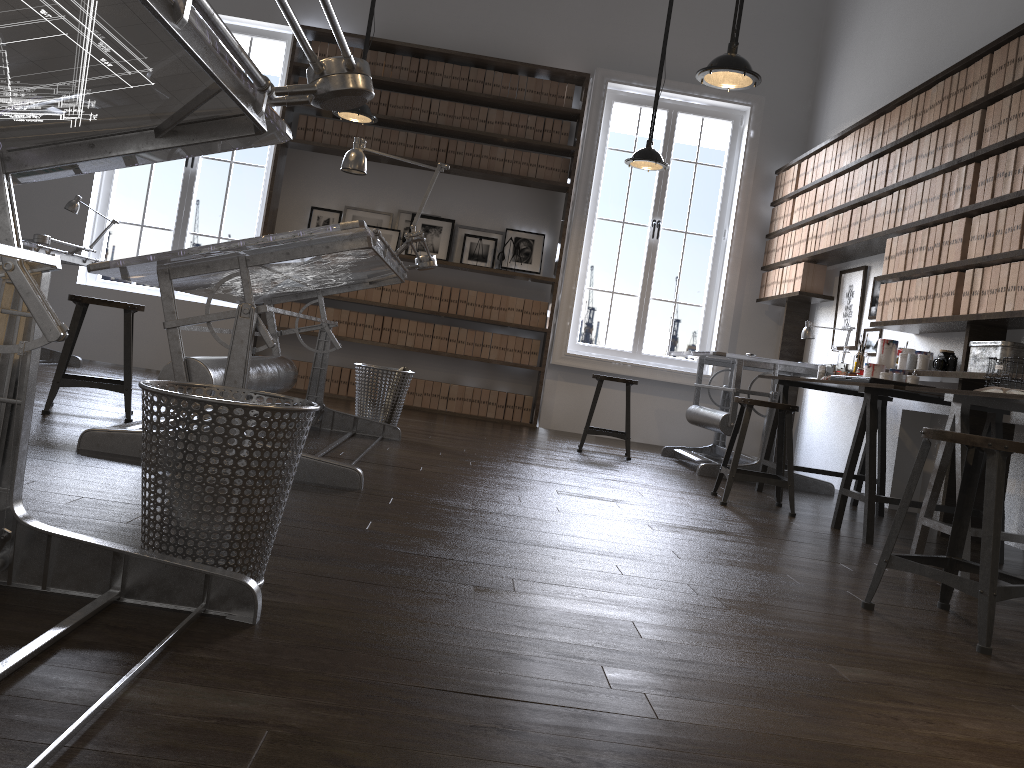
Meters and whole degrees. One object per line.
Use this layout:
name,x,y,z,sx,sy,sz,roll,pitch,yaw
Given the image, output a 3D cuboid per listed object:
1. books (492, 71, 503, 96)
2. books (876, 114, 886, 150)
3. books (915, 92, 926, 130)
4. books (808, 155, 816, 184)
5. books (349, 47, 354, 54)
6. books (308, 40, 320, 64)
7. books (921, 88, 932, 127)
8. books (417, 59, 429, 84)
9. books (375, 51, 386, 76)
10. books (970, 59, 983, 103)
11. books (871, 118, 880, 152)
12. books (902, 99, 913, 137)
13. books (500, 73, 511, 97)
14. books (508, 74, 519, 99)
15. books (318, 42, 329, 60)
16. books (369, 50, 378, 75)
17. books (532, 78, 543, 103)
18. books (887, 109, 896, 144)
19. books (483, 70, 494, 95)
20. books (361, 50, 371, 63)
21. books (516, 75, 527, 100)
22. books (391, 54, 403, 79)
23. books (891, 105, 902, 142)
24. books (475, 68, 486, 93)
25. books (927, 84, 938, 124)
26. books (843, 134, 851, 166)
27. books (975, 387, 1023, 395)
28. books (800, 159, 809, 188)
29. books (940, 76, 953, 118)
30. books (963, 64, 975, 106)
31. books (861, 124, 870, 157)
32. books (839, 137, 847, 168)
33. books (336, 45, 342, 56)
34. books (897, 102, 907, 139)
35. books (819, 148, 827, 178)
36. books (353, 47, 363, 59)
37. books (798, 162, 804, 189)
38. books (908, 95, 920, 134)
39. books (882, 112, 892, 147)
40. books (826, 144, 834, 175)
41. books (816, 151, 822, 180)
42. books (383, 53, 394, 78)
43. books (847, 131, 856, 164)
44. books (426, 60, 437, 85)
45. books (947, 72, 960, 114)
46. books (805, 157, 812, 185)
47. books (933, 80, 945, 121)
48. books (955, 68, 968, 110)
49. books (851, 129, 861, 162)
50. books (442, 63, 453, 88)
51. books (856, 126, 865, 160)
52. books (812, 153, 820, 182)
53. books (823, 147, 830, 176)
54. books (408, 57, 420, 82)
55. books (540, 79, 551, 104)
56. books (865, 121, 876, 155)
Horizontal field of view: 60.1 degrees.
books,-0.131,-2.523,7.545,0.066,0.226,0.174,9,0,-3
books,2.382,-1.552,5.530,0.174,0.226,0.066,9,-1,-3
books,2.409,-1.535,5.050,0.174,0.226,0.066,9,-1,-3
books,2.329,-1.591,6.644,0.174,0.226,0.066,9,-1,-3
books,-1.377,-2.713,7.490,0.066,0.226,0.174,9,0,-3
books,-1.657,-2.756,7.472,0.067,0.226,0.174,9,0,-3
books,2.414,-1.532,4.980,0.174,0.226,0.066,9,-1,-3
books,-0.757,-2.619,7.514,0.067,0.226,0.174,9,0,-3
books,-1.108,-2.672,7.497,0.067,0.226,0.174,9,0,-3
books,2.434,-1.516,4.488,0.174,0.226,0.066,9,-1,-3
books,2.384,-1.554,5.602,0.174,0.226,0.066,9,-1,-3
books,2.400,-1.540,5.192,0.174,0.226,0.066,9,-1,-3
books,-0.062,-2.513,7.552,0.066,0.226,0.174,9,0,-3
books,0.007,-2.502,7.553,0.066,0.226,0.174,9,0,-3
books,-1.586,-2.745,7.475,0.066,0.226,0.174,9,0,-3
books,-1.174,-2.682,7.499,0.066,0.226,0.174,9,0,-3
books,0.210,-2.471,7.562,0.066,0.226,0.174,9,0,-3
books,2.393,-1.546,5.389,0.174,0.226,0.066,9,-1,-3
books,-0.202,-2.534,7.538,0.066,0.226,0.174,9,0,-3
books,-1.236,-2.692,7.494,0.066,0.226,0.174,9,0,-3
books,0.076,-2.491,7.552,0.067,0.226,0.174,9,0,-3
books,-0.971,-2.652,7.509,0.066,0.226,0.174,9,0,-3
books,2.391,-1.545,5.321,0.174,0.226,0.067,9,-1,-3
books,-0.273,-2.545,7.535,0.067,0.226,0.174,9,0,-3
books,2.414,-1.530,4.910,0.174,0.226,0.066,9,-1,-3
books,2.360,-1.569,6.024,0.174,0.226,0.066,9,-1,-3
books,1.769,0.044,2.970,0.256,0.029,0.355,9,2,-3
books,2.321,-1.596,6.790,0.174,0.226,0.067,9,-1,-3
books,2.417,-1.526,4.765,0.174,0.226,0.067,9,-1,-3
books,2.434,-1.517,4.558,0.174,0.226,0.066,9,-1,-3
books,2.377,-1.559,5.751,0.174,0.226,0.066,9,-1,-3
books,2.361,-1.571,6.093,0.174,0.226,0.066,9,-1,-3
books,-1.446,-2.724,7.489,0.066,0.226,0.174,9,0,-3
books,2.399,-1.542,5.255,0.174,0.226,0.066,9,-1,-3
books,2.337,-1.584,6.435,0.174,0.226,0.067,9,-1,-3
books,-1.307,-2.703,7.489,0.067,0.226,0.174,9,0,-3
books,2.323,-1.597,6.864,0.174,0.226,0.066,9,-1,-3
books,2.402,-1.538,5.120,0.174,0.226,0.067,9,-1,-3
books,2.390,-1.549,5.460,0.174,0.226,0.066,9,-1,-3
books,2.346,-1.579,6.305,0.174,0.226,0.066,9,-1,-3
books,2.340,-1.585,6.502,0.174,0.226,0.066,9,-1,-3
books,-1.042,-2.662,7.506,0.066,0.226,0.174,9,0,-3
books,2.360,-1.567,5.951,0.174,0.226,0.066,9,-1,-3
books,-0.684,-2.608,7.523,0.066,0.226,0.174,9,0,-3
books,2.425,-1.523,4.702,0.174,0.226,0.066,9,-1,-3
books,2.330,-1.592,6.715,0.174,0.226,0.066,9,-1,-3
books,2.414,-1.528,4.838,0.174,0.226,0.066,9,-1,-3
books,2.429,-1.520,4.628,0.174,0.226,0.066,9,-1,-3
books,2.364,-1.564,5.879,0.174,0.226,0.067,9,-1,-3
books,-0.548,-2.587,7.526,0.066,0.226,0.174,9,0,-3
books,2.371,-1.562,5.816,0.174,0.226,0.066,9,-1,-3
books,2.336,-1.588,6.573,0.174,0.226,0.066,9,-1,-3
books,2.345,-1.581,6.368,0.174,0.226,0.066,9,-1,-3
books,-0.831,-2.630,7.516,0.066,0.226,0.174,9,0,-3
books,0.276,-2.461,7.560,0.067,0.226,0.174,9,0,-3
books,2.375,-1.557,5.676,0.174,0.226,0.067,9,-1,-3
